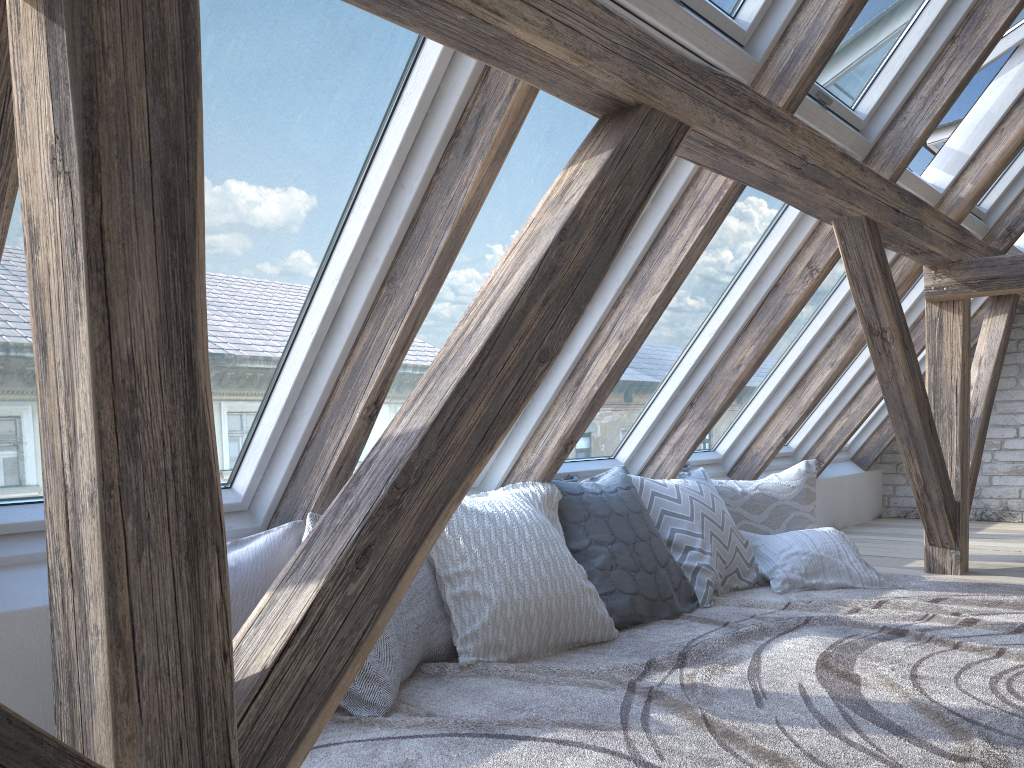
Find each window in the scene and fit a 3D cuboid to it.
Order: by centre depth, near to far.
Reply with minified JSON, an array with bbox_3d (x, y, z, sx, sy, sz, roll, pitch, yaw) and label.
[{"bbox_3d":[0.714,-1.502,1.699,1.096,1.284,0.851,-1,2,40],"label":"window"},{"bbox_3d":[-0.607,-0.274,1.716,1.096,1.284,0.851,-1,2,40],"label":"window"},{"bbox_3d":[1.301,-1.481,2.404,1.096,1.284,0.851,-1,2,40],"label":"window"},{"bbox_3d":[-0.020,-0.253,2.421,1.096,1.284,0.851,-1,2,40],"label":"window"},{"bbox_3d":[0.566,-0.232,3.127,1.096,1.284,0.851,-1,2,40],"label":"window"},{"bbox_3d":[1.850,-1.457,3.141,1.406,1.283,0.851,-1,2,40],"label":"window"},{"bbox_3d":[2.475,-1.438,3.815,1.096,1.284,0.851,-1,2,40],"label":"window"},{"bbox_3d":[1.153,-0.210,3.832,1.096,1.284,0.851,-1,2,40],"label":"window"},{"bbox_3d":[1.740,-0.189,4.537,1.096,1.284,0.851,-1,2,40],"label":"window"},{"bbox_3d":[3.014,-1.414,4.560,1.521,1.283,0.851,-2,1,40],"label":"window"},{"bbox_3d":[2.327,-0.168,5.243,1.096,1.284,0.851,-1,2,40],"label":"window"}]

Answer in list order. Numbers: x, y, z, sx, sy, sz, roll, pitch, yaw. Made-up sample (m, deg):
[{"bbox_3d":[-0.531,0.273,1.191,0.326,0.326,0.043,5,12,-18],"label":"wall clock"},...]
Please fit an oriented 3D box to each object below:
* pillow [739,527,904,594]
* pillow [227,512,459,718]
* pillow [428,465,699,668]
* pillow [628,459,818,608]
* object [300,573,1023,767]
[{"bbox_3d":[1.260,0.737,3.682,0.536,0.243,0.474,-1,-2,-9],"label":"pillow"},{"bbox_3d":[-0.465,0.575,2.212,0.435,0.527,1.130,-1,-1,32],"label":"pillow"},{"bbox_3d":[0.187,0.561,2.955,0.467,0.565,1.269,0,-1,41],"label":"pillow"},{"bbox_3d":[0.923,0.612,3.772,0.501,0.536,1.151,-1,-1,45],"label":"pillow"},{"bbox_3d":[0.948,0.748,2.366,2.189,0.057,3.178,-4,-4,40],"label":"object"}]
